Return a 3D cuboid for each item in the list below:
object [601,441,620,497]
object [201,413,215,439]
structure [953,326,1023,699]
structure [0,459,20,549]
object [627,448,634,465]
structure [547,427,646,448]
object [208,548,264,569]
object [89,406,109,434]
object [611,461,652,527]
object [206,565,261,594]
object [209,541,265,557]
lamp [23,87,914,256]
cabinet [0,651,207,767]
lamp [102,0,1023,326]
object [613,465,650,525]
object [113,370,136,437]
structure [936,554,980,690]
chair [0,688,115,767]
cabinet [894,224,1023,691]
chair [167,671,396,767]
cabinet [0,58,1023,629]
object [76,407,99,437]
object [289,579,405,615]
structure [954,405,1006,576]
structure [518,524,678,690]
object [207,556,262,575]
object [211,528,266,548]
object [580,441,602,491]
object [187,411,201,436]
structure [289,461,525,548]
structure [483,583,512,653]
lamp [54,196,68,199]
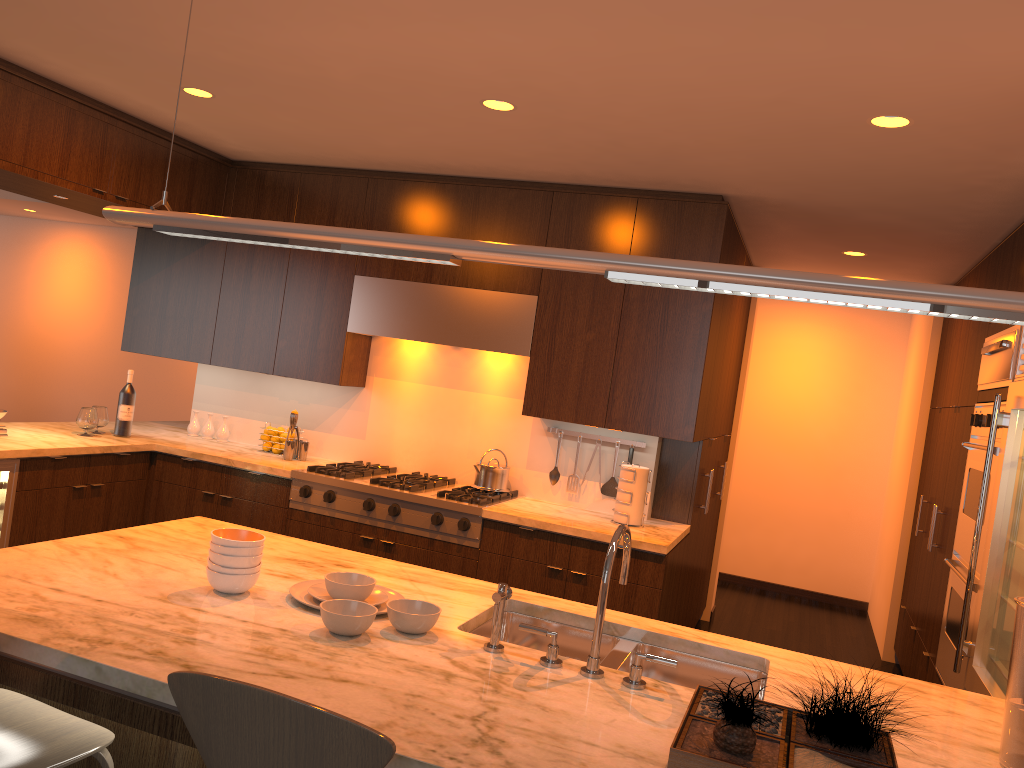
[{"bbox_3d":[0.545,0.451,4.708,0.112,0.303,0.036,8,1,19],"label":"object"},{"bbox_3d":[-1.859,0.259,5.440,0.079,0.154,0.079,8,1,2],"label":"object"},{"bbox_3d":[2.011,0.776,3.042,0.687,2.129,0.915,8,1,19],"label":"structure"},{"bbox_3d":[-1.067,0.951,4.531,3.400,0.862,3.060,8,1,19],"label":"structure"},{"bbox_3d":[0.611,0.476,4.667,0.063,0.281,0.063,8,1,-4],"label":"object"},{"bbox_3d":[0.447,0.285,4.737,0.541,0.031,0.048,9,1,22],"label":"structure"},{"bbox_3d":[-0.724,0.465,2.315,0.140,0.062,0.139,8,1,19],"label":"object"},{"bbox_3d":[-2.312,0.201,4.953,0.112,0.151,0.112,9,1,37],"label":"object"},{"bbox_3d":[0.593,0.551,4.447,0.168,0.304,0.160,8,1,-27],"label":"object"},{"bbox_3d":[-0.731,0.511,2.317,0.140,0.059,0.139,8,1,10],"label":"object"},{"bbox_3d":[-0.721,0.443,2.315,0.140,0.064,0.139,8,1,-7],"label":"object"},{"bbox_3d":[-5.869,-2.045,6.998,16.431,0.171,5.868,8,1,19],"label":"lamp"},{"bbox_3d":[-0.123,1.112,2.142,2.713,0.876,1.281,8,1,19],"label":"cabinet"},{"bbox_3d":[0.096,-0.645,2.095,2.465,0.765,0.120,8,1,19],"label":"lamp"},{"bbox_3d":[0.597,0.554,4.439,0.144,0.286,0.149,8,1,1],"label":"object"},{"bbox_3d":[-2.164,0.107,4.980,0.094,0.378,0.095,9,1,44],"label":"object"},{"bbox_3d":[1.972,1.078,3.953,0.064,0.544,0.710,8,1,19],"label":"structure"},{"bbox_3d":[-1.142,0.883,1.828,0.520,1.047,0.506,9,1,24],"label":"chair"},{"bbox_3d":[2.425,0.615,4.065,0.690,2.540,3.924,8,1,19],"label":"cabinet"},{"bbox_3d":[-0.387,0.995,1.613,0.520,1.047,0.506,8,1,19],"label":"chair"},{"bbox_3d":[-0.412,-0.013,3.034,5.521,2.997,7.728,8,1,19],"label":"cabinet"},{"bbox_3d":[-2.298,0.205,4.800,0.112,0.151,0.112,9,1,37],"label":"object"},{"bbox_3d":[-0.437,0.572,2.364,0.310,0.021,0.309,8,1,19],"label":"object"},{"bbox_3d":[2.315,0.770,3.849,0.687,1.294,0.743,8,1,19],"label":"structure"},{"bbox_3d":[0.241,0.512,2.083,0.321,0.341,0.310,8,1,-34],"label":"structure"},{"bbox_3d":[-0.727,0.487,2.316,0.140,0.068,0.139,8,1,2],"label":"object"},{"bbox_3d":[-0.718,0.422,2.316,0.140,0.062,0.139,9,1,27],"label":"object"},{"bbox_3d":[0.438,0.427,4.727,0.114,0.271,0.008,8,1,19],"label":"object"},{"bbox_3d":[-1.959,0.243,5.477,0.079,0.154,0.079,8,1,2],"label":"object"},{"bbox_3d":[-0.517,0.525,4.786,1.067,0.422,0.824,8,1,19],"label":"structure"},{"bbox_3d":[-0.034,0.562,2.139,0.050,0.161,0.067,8,1,19],"label":"structure"},{"bbox_3d":[-2.280,-0.945,4.482,0.068,0.004,0.068,8,1,-1],"label":"lamp"}]
